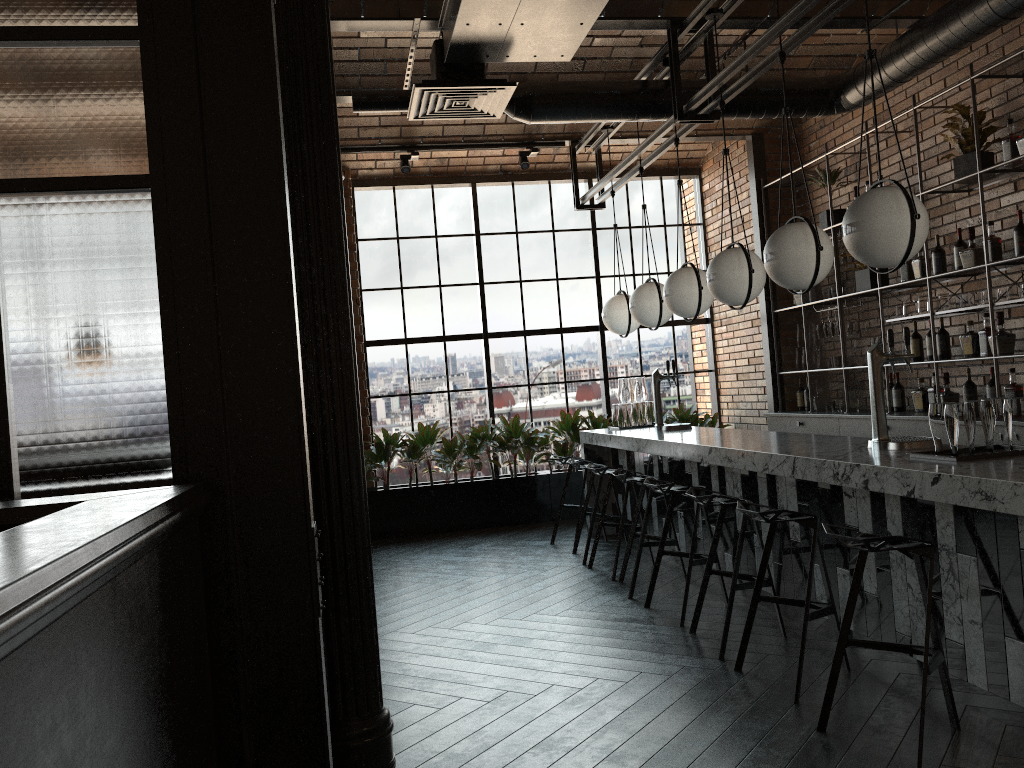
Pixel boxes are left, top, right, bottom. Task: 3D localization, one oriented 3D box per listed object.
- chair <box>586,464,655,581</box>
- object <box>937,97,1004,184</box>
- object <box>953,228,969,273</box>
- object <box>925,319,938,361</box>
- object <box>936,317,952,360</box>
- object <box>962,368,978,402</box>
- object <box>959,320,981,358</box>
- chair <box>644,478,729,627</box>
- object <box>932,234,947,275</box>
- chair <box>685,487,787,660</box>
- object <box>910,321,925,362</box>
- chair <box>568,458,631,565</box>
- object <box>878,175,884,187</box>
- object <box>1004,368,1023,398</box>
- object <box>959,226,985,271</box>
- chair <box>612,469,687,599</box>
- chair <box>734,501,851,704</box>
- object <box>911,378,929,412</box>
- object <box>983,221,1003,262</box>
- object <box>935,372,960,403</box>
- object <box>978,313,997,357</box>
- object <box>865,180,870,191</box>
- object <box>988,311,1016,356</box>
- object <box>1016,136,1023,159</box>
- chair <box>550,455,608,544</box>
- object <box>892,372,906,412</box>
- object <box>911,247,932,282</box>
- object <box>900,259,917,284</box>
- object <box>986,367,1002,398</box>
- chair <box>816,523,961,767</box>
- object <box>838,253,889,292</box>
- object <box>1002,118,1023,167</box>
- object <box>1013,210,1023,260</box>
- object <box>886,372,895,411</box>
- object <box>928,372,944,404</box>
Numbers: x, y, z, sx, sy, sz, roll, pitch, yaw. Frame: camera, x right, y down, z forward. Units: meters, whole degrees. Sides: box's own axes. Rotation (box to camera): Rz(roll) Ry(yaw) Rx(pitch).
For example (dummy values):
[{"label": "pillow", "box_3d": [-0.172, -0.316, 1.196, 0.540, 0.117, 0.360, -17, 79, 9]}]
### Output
[{"label": "chair", "box_3d": [0.757, 0.908, 6.069, 0.414, 0.737, 0.475, -4, -1, -15]}, {"label": "object", "box_3d": [2.987, -1.580, 5.769, 0.430, 0.526, 0.425, -4, 0, -8]}, {"label": "object", "box_3d": [2.987, -0.890, 5.901, 0.086, 0.298, 0.086, -5, -1, 39]}, {"label": "object", "box_3d": [2.984, -0.314, 6.294, 0.086, 0.298, 0.086, -5, -1, 39]}, {"label": "object", "box_3d": [2.984, -0.315, 6.140, 0.086, 0.297, 0.086, -5, -1, 39]}, {"label": "object", "box_3d": [3.032, 0.044, 5.871, 0.086, 0.297, 0.086, -5, -1, 24]}, {"label": "object", "box_3d": [3.034, -0.295, 5.855, 0.094, 0.248, 0.151, -4, -1, -21]}, {"label": "chair", "box_3d": [0.975, 0.880, 4.867, 0.414, 0.737, 0.475, -4, -1, -15]}, {"label": "object", "box_3d": [2.951, -0.884, 6.133, 0.086, 0.298, 0.086, -5, -1, 39]}, {"label": "chair", "box_3d": [1.086, 0.866, 4.258, 0.414, 0.737, 0.475, -4, 0, -5]}, {"label": "object", "box_3d": [2.934, -0.308, 6.433, 0.086, 0.299, 0.086, -5, -1, 39]}, {"label": "chair", "box_3d": [0.657, 0.921, 6.623, 0.414, 0.737, 0.475, -4, 0, -5]}, {"label": "object", "box_3d": [2.792, -1.434, 6.697, 0.083, 0.282, 0.083, -5, 0, 5]}, {"label": "object", "box_3d": [3.122, 0.041, 5.518, 0.083, 0.282, 0.083, -4, -1, -25]}, {"label": "object", "box_3d": [2.992, -0.881, 5.759, 0.123, 0.279, 0.123, -4, -1, -22]}, {"label": "chair", "box_3d": [0.861, 0.895, 5.497, 0.414, 0.737, 0.475, -5, 0, 0]}, {"label": "chair", "box_3d": [1.190, 0.853, 3.684, 0.414, 0.737, 0.475, -4, -1, -15]}, {"label": "object", "box_3d": [2.962, 0.080, 6.404, 0.094, 0.248, 0.151, -4, -1, -21]}, {"label": "object", "box_3d": [3.034, -0.888, 5.603, 0.083, 0.282, 0.083, -4, 0, -10]}, {"label": "object", "box_3d": [3.001, 0.059, 6.113, 0.123, 0.279, 0.123, -5, 0, 3]}, {"label": "object", "box_3d": [3.060, -0.317, 5.704, 0.083, 0.282, 0.083, -4, 0, -10]}, {"label": "object", "box_3d": [2.762, -1.431, 6.860, 0.083, 0.282, 0.083, -4, -1, -25]}, {"label": "object", "box_3d": [3.072, -0.316, 5.565, 0.123, 0.279, 0.123, -5, 0, 3]}, {"label": "object", "box_3d": [3.060, -1.466, 5.224, 0.123, 0.279, 0.123, -4, 0, -7]}, {"label": "chair", "box_3d": [0.555, 0.934, 7.185, 0.414, 0.737, 0.475, -4, -1, -20]}, {"label": "object", "box_3d": [2.916, 0.060, 6.692, 0.086, 0.298, 0.086, -5, -1, 39]}, {"label": "object", "box_3d": [2.909, -0.854, 6.299, 0.094, 0.248, 0.151, -4, 0, -7]}, {"label": "object", "box_3d": [2.879, -0.868, 6.457, 0.083, 0.282, 0.083, -4, -1, -25]}, {"label": "object", "box_3d": [3.096, 0.037, 5.699, 0.086, 0.298, 0.086, -5, -1, 39]}, {"label": "chair", "box_3d": [1.315, 0.837, 2.992, 0.414, 0.737, 0.475, -4, -1, -20]}, {"label": "object", "box_3d": [2.775, -0.978, 6.829, 0.425, 0.526, 0.430, -5, 0, 2]}, {"label": "object", "box_3d": [3.031, -1.465, 5.377, 0.083, 0.282, 0.083, -4, 0, -10]}, {"label": "object", "box_3d": [3.081, -0.903, 5.361, 0.086, 0.299, 0.086, -5, -1, 39]}, {"label": "object", "box_3d": [2.919, 0.060, 6.813, 0.086, 0.298, 0.086, -5, -1, 39]}, {"label": "object", "box_3d": [2.989, 0.058, 6.252, 0.083, 0.282, 0.083, -4, 0, -10]}]
